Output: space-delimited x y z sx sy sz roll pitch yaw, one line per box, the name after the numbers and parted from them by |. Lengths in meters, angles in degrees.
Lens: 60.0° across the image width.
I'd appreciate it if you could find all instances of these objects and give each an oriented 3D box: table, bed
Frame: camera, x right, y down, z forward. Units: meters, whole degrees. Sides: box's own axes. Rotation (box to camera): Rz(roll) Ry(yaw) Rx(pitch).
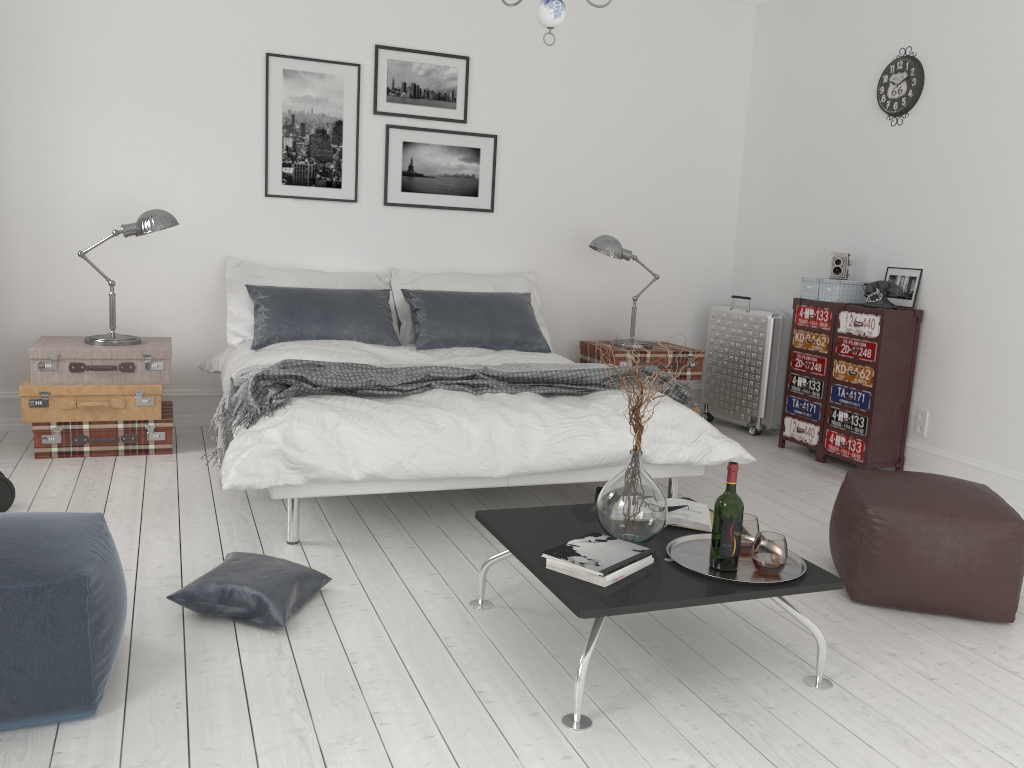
0.392 0.634 2.698 0.833 0.313 0.824 -1 10 -21 | table
-0.392 -0.012 4.498 2.217 0.926 2.473 0 10 -21 | bed

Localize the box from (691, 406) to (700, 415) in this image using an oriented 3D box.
0.823 0.209 5.842 0.647 0.185 0.537 -1 10 -21 | box

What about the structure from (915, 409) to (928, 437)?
2.240 0.212 4.853 0.009 0.140 0.070 -1 10 -21 | structure

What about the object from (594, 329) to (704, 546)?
0.348 0.153 2.587 0.313 0.666 0.291 9 11 31 | object

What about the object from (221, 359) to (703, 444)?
-0.153 0.108 3.911 2.154 0.377 0.536 0 10 -19 | object

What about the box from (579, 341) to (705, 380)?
0.841 -0.155 5.787 0.647 0.185 0.537 -1 10 -21 | box

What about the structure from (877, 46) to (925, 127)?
2.163 -1.665 4.962 0.043 0.427 0.330 -1 10 -21 | structure

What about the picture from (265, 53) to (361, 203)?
-1.180 -1.505 5.257 0.545 0.810 0.015 -1 10 -21 | picture

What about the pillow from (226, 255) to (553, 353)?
-0.695 -0.460 5.323 1.965 0.529 0.465 -1 10 -22 | pillow

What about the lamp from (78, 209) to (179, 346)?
-1.985 -0.561 4.607 0.488 0.699 0.269 -1 10 -21 | lamp

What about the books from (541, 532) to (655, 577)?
0.241 0.470 2.467 0.207 0.012 0.257 11 12 39 | books

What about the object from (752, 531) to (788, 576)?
0.719 0.475 2.477 0.095 0.106 0.095 1 9 -10 | object

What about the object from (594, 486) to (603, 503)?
0.508 0.531 3.943 0.322 0.127 0.300 -1 10 -21 | object

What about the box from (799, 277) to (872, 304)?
1.916 -0.556 5.261 0.242 0.131 0.332 -1 10 -21 | box

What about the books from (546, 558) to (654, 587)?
0.247 0.498 2.468 0.191 0.014 0.259 10 12 37 | books

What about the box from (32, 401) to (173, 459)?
-2.142 0.237 4.699 0.647 0.185 0.537 -1 10 -21 | box

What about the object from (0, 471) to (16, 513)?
-2.104 0.432 3.552 0.179 0.179 0.326 -5 12 -41 | object

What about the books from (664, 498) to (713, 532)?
0.496 0.422 2.939 0.342 0.040 0.231 5 9 10 | books

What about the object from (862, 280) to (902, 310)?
2.049 -0.499 4.928 0.181 0.155 0.216 4 9 8 | object

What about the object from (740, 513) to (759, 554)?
0.688 0.446 2.644 0.095 0.106 0.095 1 9 -10 | object

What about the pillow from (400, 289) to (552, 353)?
-0.215 -0.376 5.287 0.842 0.339 0.405 0 10 -21 | pillow

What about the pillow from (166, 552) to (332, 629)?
-0.823 0.638 2.828 0.381 0.121 0.391 5 9 9 | pillow

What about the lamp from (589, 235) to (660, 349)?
0.710 -0.587 5.646 0.488 0.699 0.269 -1 10 -21 | lamp

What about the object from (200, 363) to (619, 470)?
-0.311 0.148 4.262 2.236 0.500 0.521 0 10 -18 | object

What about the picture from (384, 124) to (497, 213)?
-0.444 -1.346 5.573 0.720 0.486 0.015 -1 10 -21 | picture

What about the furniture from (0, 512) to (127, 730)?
-1.329 0.560 2.251 0.646 0.423 0.646 0 10 -20 | furniture

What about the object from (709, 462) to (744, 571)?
0.606 0.367 2.484 0.081 0.303 0.081 2 9 -5 | object

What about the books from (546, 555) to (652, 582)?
0.245 0.484 2.463 0.191 0.014 0.254 10 11 36 | books

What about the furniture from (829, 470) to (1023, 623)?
1.512 0.548 3.259 0.646 0.423 0.646 5 10 12 | furniture

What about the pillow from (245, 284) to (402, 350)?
-1.052 -0.369 4.974 0.837 0.329 0.405 0 10 -21 | pillow

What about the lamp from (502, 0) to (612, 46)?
0.167 -1.800 3.182 0.594 1.123 0.528 -1 10 -21 | lamp

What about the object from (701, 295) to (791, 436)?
1.568 -0.148 6.042 0.208 0.902 0.647 -3 11 -31 | object

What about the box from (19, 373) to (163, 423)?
-2.178 0.057 4.647 0.647 0.185 0.537 -1 10 -21 | box

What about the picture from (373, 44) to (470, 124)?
-0.552 -1.833 5.441 0.592 0.403 0.015 -1 10 -21 | picture

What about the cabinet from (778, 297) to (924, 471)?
1.945 -0.002 5.181 0.281 0.942 0.762 -1 10 -21 | cabinet

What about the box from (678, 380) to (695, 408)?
0.780 0.028 5.792 0.647 0.185 0.537 -1 10 -21 | box

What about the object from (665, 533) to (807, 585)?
0.544 0.514 2.621 0.622 0.063 0.395 8 10 27 | object

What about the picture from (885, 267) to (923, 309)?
2.174 -0.542 4.965 0.037 0.218 0.254 -1 10 -21 | picture

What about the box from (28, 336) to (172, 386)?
-2.125 -0.125 4.634 0.647 0.185 0.537 -1 10 -21 | box

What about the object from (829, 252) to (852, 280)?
1.933 -0.695 5.224 0.121 0.157 0.117 8 10 28 | object

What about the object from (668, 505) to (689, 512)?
0.497 0.393 2.930 0.135 0.030 0.141 -4 12 -36 | object
